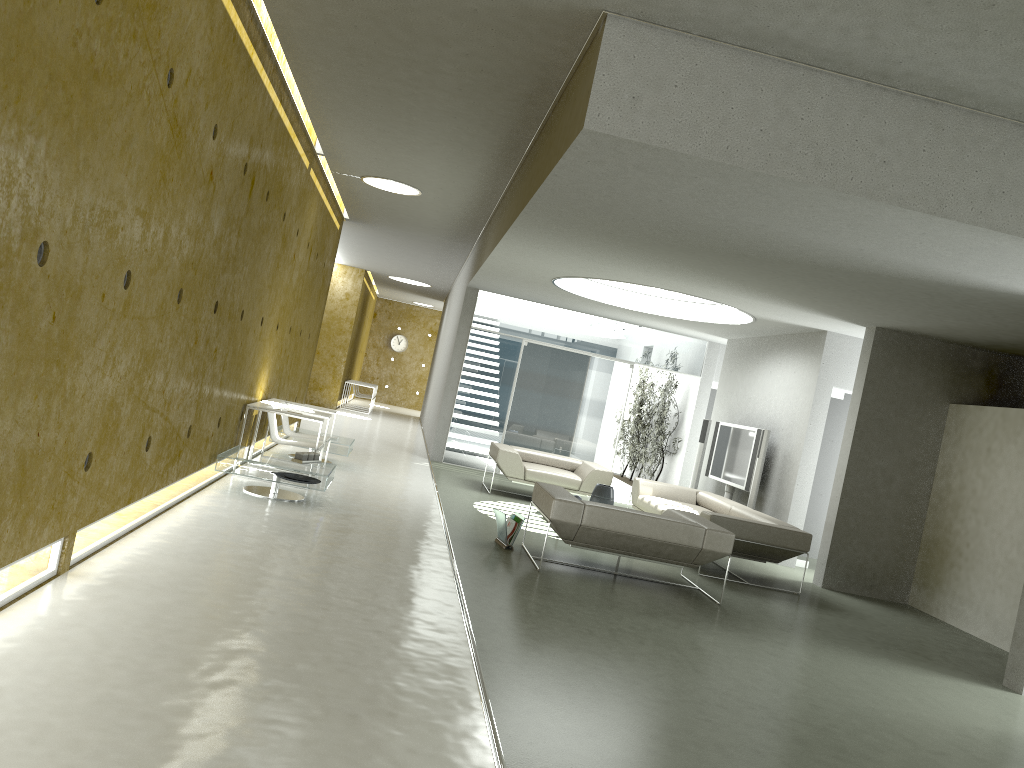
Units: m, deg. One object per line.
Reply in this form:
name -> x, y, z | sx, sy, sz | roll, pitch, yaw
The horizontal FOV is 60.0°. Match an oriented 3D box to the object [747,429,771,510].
object -> 2.828, 1.252, 10.350 | 0.310, 1.469, 0.310 | 12, 0, -30

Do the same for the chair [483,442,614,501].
chair -> 0.439, 1.205, 11.415 | 1.481, 0.583, 1.039 | 12, 0, -7

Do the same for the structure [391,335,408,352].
structure -> -3.592, -1.289, 28.298 | 0.547, 0.539, 0.016 | 12, 0, -7

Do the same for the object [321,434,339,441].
object -> -2.137, 0.630, 10.408 | 0.197, 0.029, 0.189 | 12, 0, -7

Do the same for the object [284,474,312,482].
object -> -1.818, 0.803, 7.525 | 0.239, 0.027, 0.239 | 12, 0, 10

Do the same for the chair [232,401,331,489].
chair -> -2.228, 0.582, 8.658 | 0.710, 0.667, 0.800 | 12, 0, -7

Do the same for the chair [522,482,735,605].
chair -> 0.918, 1.285, 7.345 | 1.481, 0.583, 1.039 | 12, 0, -7

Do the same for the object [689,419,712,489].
object -> 2.632, 1.222, 12.581 | 0.310, 1.469, 0.310 | 12, 0, 20

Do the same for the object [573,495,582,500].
object -> 0.625, 1.264, 9.590 | 0.223, 0.125, 0.317 | 12, 0, 30

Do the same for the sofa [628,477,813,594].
sofa -> 2.087, 1.542, 9.577 | 1.037, 0.585, 2.791 | 12, 0, -7

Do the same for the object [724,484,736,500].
object -> 2.688, 1.628, 11.440 | 0.323, 0.689, 0.882 | 12, 0, -7

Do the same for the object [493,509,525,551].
object -> -0.053, 1.231, 7.534 | 0.216, 0.288, 0.329 | 12, 0, -17

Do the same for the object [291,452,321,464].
object -> -1.818, 0.649, 7.882 | 0.118, 0.097, 0.326 | 12, 0, 18

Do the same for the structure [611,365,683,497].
structure -> 2.303, 0.596, 15.642 | 0.646, 2.589, 3.371 | 12, 0, -7

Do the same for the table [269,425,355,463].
table -> -2.365, 0.750, 10.515 | 0.900, 0.300, 0.900 | 12, 0, -7

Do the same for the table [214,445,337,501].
table -> -2.033, 0.806, 7.686 | 0.900, 0.300, 0.900 | 12, 0, -7

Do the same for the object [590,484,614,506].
object -> 0.970, 1.242, 9.529 | 0.265, 0.309, 0.265 | 12, 0, -24

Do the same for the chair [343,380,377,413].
chair -> -3.860, 0.308, 22.530 | 0.710, 0.667, 0.800 | 12, 0, -7

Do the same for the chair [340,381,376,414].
chair -> -3.760, 0.324, 21.680 | 0.710, 0.667, 0.800 | 12, 0, -7

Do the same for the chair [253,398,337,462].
chair -> -2.328, 0.565, 9.508 | 0.710, 0.667, 0.800 | 12, 0, -7

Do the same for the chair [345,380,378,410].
chair -> -3.960, 0.291, 23.381 | 0.710, 0.667, 0.800 | 12, 0, -7

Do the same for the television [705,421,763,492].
television -> 2.893, 0.920, 11.450 | 0.127, 0.781, 1.603 | 12, 0, -7

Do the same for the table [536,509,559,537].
table -> 0.766, 1.459, 9.424 | 0.790, 0.200, 1.500 | 12, 0, -7

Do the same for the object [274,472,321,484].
object -> -1.818, 0.806, 7.525 | 0.394, 0.027, 0.394 | 12, 0, -24
